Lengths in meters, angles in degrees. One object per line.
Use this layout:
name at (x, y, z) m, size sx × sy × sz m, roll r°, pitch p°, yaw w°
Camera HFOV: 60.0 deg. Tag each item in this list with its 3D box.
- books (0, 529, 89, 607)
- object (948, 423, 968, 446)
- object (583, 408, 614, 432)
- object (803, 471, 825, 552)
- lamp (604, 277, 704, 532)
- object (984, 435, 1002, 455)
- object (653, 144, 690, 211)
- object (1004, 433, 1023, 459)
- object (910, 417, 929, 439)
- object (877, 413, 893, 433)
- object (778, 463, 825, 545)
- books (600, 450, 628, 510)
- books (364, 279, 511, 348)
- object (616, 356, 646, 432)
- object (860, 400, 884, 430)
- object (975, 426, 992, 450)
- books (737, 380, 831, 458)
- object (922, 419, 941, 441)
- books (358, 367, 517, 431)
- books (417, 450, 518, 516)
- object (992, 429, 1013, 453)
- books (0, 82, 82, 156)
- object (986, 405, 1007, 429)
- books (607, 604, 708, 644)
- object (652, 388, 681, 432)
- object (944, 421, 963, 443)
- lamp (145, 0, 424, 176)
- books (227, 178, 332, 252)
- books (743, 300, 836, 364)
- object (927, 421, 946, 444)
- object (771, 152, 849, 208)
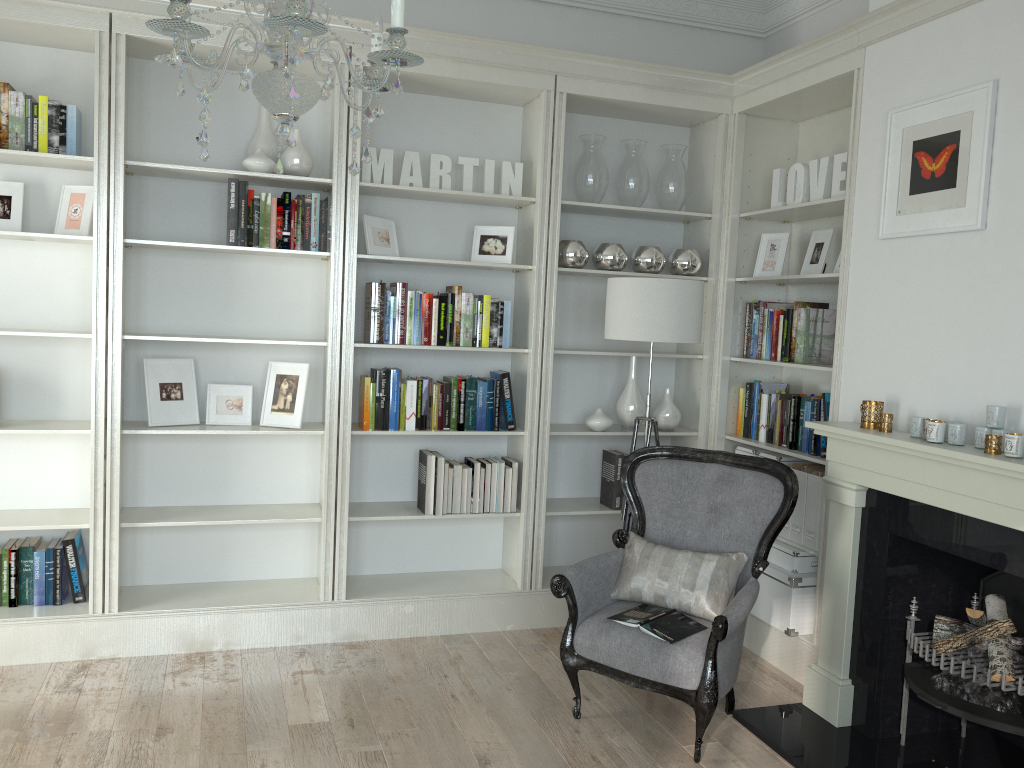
books at (-2.264, 0.804, 3.880) m, size 0.762 × 0.302 × 0.207 m, roll 1°, pitch 5°, yaw -17°
object at (1.502, 0.171, 2.991) m, size 0.060 × 0.073 × 0.060 m, roll 3°, pitch 4°, yaw 5°
object at (0.445, 0.182, 4.550) m, size 0.152 × 0.116 × 0.154 m, roll 1°, pitch 5°, yaw -21°
object at (1.484, 0.555, 3.948) m, size 0.294 × 0.378 × 0.188 m, roll 1°, pitch 5°, yaw -18°
lamp at (0.599, 0.405, 4.015) m, size 0.429 × 1.739 × 0.429 m, roll 4°, pitch 4°, yaw 15°
object at (1.529, 0.193, 2.820) m, size 0.052 × 0.058 × 0.050 m, roll 4°, pitch 5°, yaw 18°
object at (0.853, -1.081, 4.730) m, size 0.193 × 0.362 × 0.193 m, roll 0°, pitch 5°, yaw -35°
object at (1.555, 0.192, 2.743) m, size 0.060 × 0.073 × 0.060 m, roll 6°, pitch 5°, yaw 38°
object at (1.451, 0.156, 3.162) m, size 0.060 × 0.073 × 0.060 m, roll 6°, pitch 5°, yaw 38°
object at (1.389, 0.145, 3.301) m, size 0.054 × 0.068 × 0.047 m, roll 3°, pitch 4°, yaw 9°
object at (1.424, 0.547, 4.133) m, size 0.294 × 0.360 × 0.188 m, roll 1°, pitch 5°, yaw -18°
books at (0.720, 0.505, 4.738) m, size 0.465 × 0.291 × 0.205 m, roll 1°, pitch 5°, yaw -18°
books at (-0.359, -0.341, 4.325) m, size 0.691 × 0.301 × 0.201 m, roll 1°, pitch 5°, yaw -17°
object at (0.623, 0.047, 4.607) m, size 0.155 × 0.397 × 0.155 m, roll 0°, pitch 5°, yaw -33°
object at (1.382, 0.119, 3.402) m, size 0.080 × 0.104 × 0.080 m, roll 6°, pitch 6°, yaw 39°
object at (1.560, 0.178, 2.927) m, size 0.060 × 0.073 × 0.060 m, roll 6°, pitch 5°, yaw 38°
books at (1.389, 0.156, 4.299) m, size 0.215 × 0.302 × 0.763 m, roll 1°, pitch 5°, yaw -17°
object at (1.463, 0.161, 3.096) m, size 0.060 × 0.073 × 0.060 m, roll 6°, pitch 5°, yaw 38°
books at (-0.359, 0.069, 4.358) m, size 0.762 × 0.302 × 0.207 m, roll 1°, pitch 5°, yaw -17°
books at (-0.218, 0.485, 4.412) m, size 0.465 × 0.291 × 0.205 m, roll 1°, pitch 5°, yaw -18°
object at (1.582, 0.184, 2.865) m, size 0.060 × 0.073 × 0.060 m, roll 6°, pitch 5°, yaw 38°
books at (-2.206, -1.118, 3.740) m, size 0.691 × 0.301 × 0.201 m, roll 1°, pitch 5°, yaw -17°
object at (1.576, 0.109, 2.890) m, size 0.060 × 0.073 × 0.060 m, roll 6°, pitch 5°, yaw 38°
books at (0.548, 0.892, 3.351) m, size 0.224 × 0.046 × 0.304 m, roll -1°, pitch 6°, yaw -43°
object at (0.817, 0.135, 4.683) m, size 0.153 × 0.225 × 0.154 m, roll 4°, pitch 4°, yaw 17°
object at (1.520, 0.167, 3.061) m, size 0.060 × 0.073 × 0.060 m, roll 6°, pitch 5°, yaw 38°
lamp at (-0.463, -1.773, 1.937) m, size 0.577 × 2.542 × 0.648 m, roll 7°, pitch 6°, yaw 42°
books at (-1.050, -0.754, 4.030) m, size 0.465 × 0.291 × 0.205 m, roll 1°, pitch 5°, yaw -18°
books at (1.438, -0.249, 4.222) m, size 0.209 × 0.301 × 0.919 m, roll 1°, pitch 5°, yaw -18°
object at (1.449, 0.165, 3.032) m, size 0.060 × 0.073 × 0.060 m, roll 6°, pitch 5°, yaw 38°
object at (1.394, -0.934, 4.145) m, size 0.039 × 0.216 × 0.554 m, roll 1°, pitch 5°, yaw -18°
